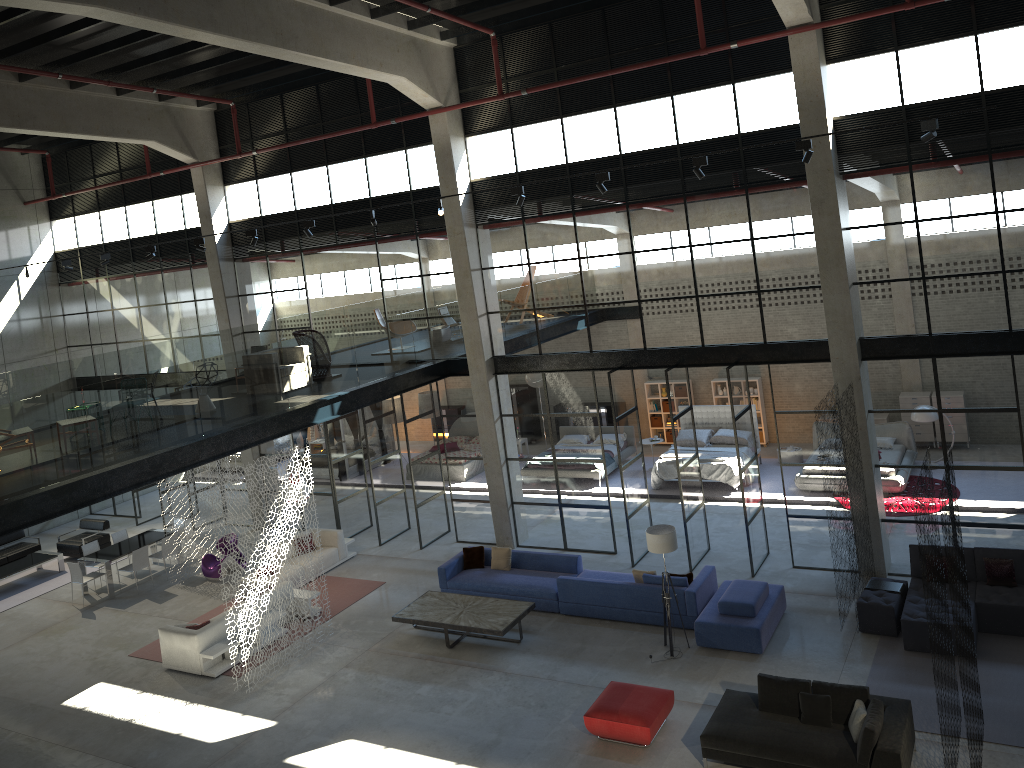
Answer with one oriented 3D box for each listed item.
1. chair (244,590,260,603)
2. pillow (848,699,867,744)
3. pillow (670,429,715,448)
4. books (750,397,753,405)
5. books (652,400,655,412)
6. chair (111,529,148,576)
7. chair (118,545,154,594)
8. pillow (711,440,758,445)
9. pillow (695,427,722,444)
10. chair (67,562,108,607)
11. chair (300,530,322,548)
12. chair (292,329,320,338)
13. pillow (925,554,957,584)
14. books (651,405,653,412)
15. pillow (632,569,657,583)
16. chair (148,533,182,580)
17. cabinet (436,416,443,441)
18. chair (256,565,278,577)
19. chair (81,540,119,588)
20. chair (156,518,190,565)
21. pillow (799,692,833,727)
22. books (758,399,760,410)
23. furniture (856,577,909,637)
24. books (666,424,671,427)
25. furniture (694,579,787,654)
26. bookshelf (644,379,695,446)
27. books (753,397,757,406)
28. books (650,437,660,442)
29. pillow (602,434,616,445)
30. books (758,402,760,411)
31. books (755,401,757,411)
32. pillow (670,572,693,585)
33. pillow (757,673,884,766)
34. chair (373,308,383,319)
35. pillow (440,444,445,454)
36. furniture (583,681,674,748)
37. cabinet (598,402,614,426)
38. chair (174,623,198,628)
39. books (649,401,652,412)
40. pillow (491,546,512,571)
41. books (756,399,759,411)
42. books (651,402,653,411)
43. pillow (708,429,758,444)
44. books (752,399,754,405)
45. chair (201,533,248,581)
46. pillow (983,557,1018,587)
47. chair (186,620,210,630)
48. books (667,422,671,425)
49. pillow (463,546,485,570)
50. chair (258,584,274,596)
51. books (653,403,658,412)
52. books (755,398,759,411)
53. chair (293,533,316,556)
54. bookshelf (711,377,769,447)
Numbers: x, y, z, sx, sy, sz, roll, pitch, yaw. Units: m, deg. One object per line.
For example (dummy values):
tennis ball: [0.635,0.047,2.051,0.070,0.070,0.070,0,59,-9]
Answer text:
chair: [-4.470,3.735,14.923,0.268,0.316,0.398,-6,6,18]
pillow: [3.693,3.588,9.343,0.207,0.314,0.345,-7,6,9]
pillow: [4.328,1.310,20.941,1.020,0.372,0.676,-2,9,34]
books: [6.227,0.500,22.686,0.055,0.340,0.256,-7,4,31]
books: [3.891,0.606,24.040,0.048,0.286,0.187,-7,3,31]
chair: [-8.320,3.645,19.061,0.542,0.867,0.425,-5,3,31]
chair: [-7.682,3.758,17.882,0.542,0.867,0.425,-5,3,31]
pillow: [5.229,1.313,20.625,0.954,0.329,0.727,-2,9,31]
pillow: [4.561,1.243,21.157,1.047,0.321,0.497,-2,8,30]
chair: [-8.507,3.912,17.587,0.417,0.867,0.553,-6,4,31]
chair: [-4.102,3.197,17.888,0.384,0.336,0.253,-10,5,-26]
chair: [-4.021,-0.606,17.699,0.687,0.983,0.834,-7,5,1]
pillow: [6.201,2.676,12.675,0.411,0.343,0.239,-4,5,31]
books: [3.861,0.641,24.068,0.030,0.215,0.178,-7,4,31]
pillow: [2.103,3.075,13.703,0.399,0.380,0.210,-4,4,31]
chair: [-7.336,3.613,18.487,0.542,0.867,0.425,-5,3,31]
cabinet: [-1.942,1.296,27.448,1.034,1.156,0.455,-5,3,30]
chair: [-4.660,3.541,16.698,0.417,0.107,0.409,-9,9,-13]
chair: [-8.666,3.789,18.456,0.542,0.867,0.425,-5,3,31]
chair: [-7.495,3.490,19.356,0.417,0.867,0.553,-6,4,31]
pillow: [3.351,3.582,9.673,0.341,0.306,0.190,-4,4,28]
books: [6.397,0.520,22.592,0.020,0.287,0.256,-7,4,31]
furniture: [5.334,3.173,12.582,0.506,0.452,0.975,-3,9,35]
books: [4.374,1.106,23.844,0.307,0.055,0.234,-2,10,30]
furniture: [3.362,3.289,12.889,0.944,0.551,1.563,-3,9,30]
bookshelf: [4.327,0.793,23.822,1.232,1.751,0.334,-5,2,30]
books: [6.292,0.504,22.649,0.036,0.331,0.256,-7,4,31]
books: [3.496,1.353,21.481,0.228,0.042,0.304,-7,9,5]
pillow: [2.015,1.474,22.737,1.917,0.311,0.557,-2,9,30]
books: [6.381,0.535,22.606,0.018,0.256,0.256,-7,5,31]
books: [6.327,0.522,22.651,0.020,0.280,0.256,-7,4,31]
pillow: [2.594,3.056,13.465,0.397,0.370,0.262,-6,4,9]
pillow: [3.488,3.554,9.634,0.750,0.416,1.583,-12,10,-30]
chair: [-2.746,-1.375,21.240,0.986,1.024,0.789,-10,5,-31]
pillow: [-1.819,1.715,23.691,0.874,0.211,0.640,-6,9,9]
furniture: [1.449,4.017,10.712,0.850,0.374,0.869,-3,9,30]
cabinet: [2.269,1.149,25.065,2.070,1.155,0.455,-3,4,30]
chair: [-5.207,3.965,14.202,0.390,0.270,0.322,-7,6,6]
books: [3.813,0.620,24.093,0.019,0.260,0.178,-7,4,31]
pillow: [-0.191,3.079,15.458,0.399,0.380,0.210,-4,4,31]
books: [6.356,0.530,22.604,0.022,0.273,0.256,-7,5,31]
books: [3.875,0.618,24.057,0.033,0.261,0.178,-7,4,31]
pillow: [5.175,1.234,20.560,0.973,0.290,0.703,-2,10,32]
books: [6.268,0.509,22.663,0.020,0.318,0.256,-7,4,31]
chair: [-5.951,3.558,18.114,0.652,0.745,0.809,-5,6,31]
pillow: [6.846,2.642,12.308,0.404,0.375,0.195,-4,4,31]
chair: [-4.986,3.953,14.047,0.404,0.334,0.283,-9,5,-14]
books: [4.367,1.051,23.843,0.281,0.055,0.234,-2,10,30]
pillow: [-0.681,3.107,15.695,0.397,0.370,0.262,-6,4,9]
chair: [-4.289,3.672,15.166,0.266,0.320,0.402,-4,7,32]
books: [3.941,0.642,24.031,0.074,0.203,0.161,-6,4,31]
books: [6.338,0.522,22.624,0.027,0.287,0.256,-7,4,31]
chair: [-4.182,3.239,17.700,0.414,0.334,0.256,-10,5,-26]
bookshelf: [5.948,0.737,22.886,1.232,1.751,0.334,-5,2,30]
